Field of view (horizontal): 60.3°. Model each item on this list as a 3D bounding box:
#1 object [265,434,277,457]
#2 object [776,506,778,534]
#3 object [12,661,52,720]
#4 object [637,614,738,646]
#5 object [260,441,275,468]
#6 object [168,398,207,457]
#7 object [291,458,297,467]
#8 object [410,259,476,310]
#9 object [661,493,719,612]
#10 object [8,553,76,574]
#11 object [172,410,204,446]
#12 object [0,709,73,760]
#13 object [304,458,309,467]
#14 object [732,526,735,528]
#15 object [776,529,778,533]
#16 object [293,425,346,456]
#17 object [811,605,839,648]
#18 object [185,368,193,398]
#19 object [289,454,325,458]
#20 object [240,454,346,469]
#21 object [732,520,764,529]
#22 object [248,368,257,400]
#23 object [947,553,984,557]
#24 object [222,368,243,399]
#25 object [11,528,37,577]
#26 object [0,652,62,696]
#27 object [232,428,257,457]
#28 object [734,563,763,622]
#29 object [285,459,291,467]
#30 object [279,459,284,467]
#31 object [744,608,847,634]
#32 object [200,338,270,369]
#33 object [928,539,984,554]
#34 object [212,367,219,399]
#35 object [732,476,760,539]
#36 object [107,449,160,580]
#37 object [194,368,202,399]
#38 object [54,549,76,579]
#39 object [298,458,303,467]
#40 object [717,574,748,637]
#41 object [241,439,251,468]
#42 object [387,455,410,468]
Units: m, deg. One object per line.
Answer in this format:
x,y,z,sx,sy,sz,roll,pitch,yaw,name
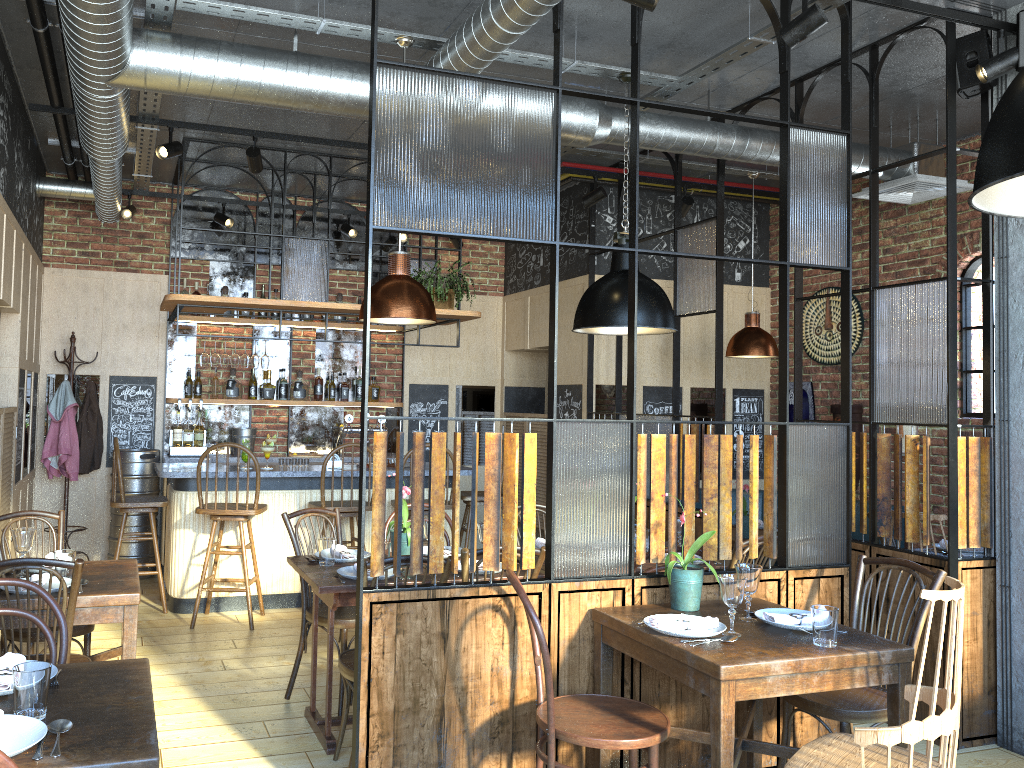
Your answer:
-2.113,0.535,7.728,0.107,0.197,0.104,1,-2,6,object
1.840,0.960,6.224,0.094,0.192,0.103,3,-3,-42,object
-1.120,0.718,2.052,0.088,0.120,0.080,-1,-3,37,object
0.589,0.808,2.962,0.262,0.051,0.333,2,-1,-19,object
-1.768,0.509,6.368,0.107,0.197,0.104,1,-2,6,object
-2.735,0.369,7.458,0.301,0.492,0.211,2,-3,-21,object
-1.634,0.589,6.608,0.040,0.059,0.043,2,-3,-32,object
-0.503,-0.740,6.705,0.475,0.370,0.635,3,-2,-44,object
0.667,0.630,3.315,0.213,0.427,0.136,0,-3,13,object
-2.022,0.773,3.803,0.316,0.051,0.276,2,-1,-18,object
-2.741,0.375,7.472,0.251,0.303,0.088,2,-3,-20,object
-1.116,0.749,1.876,0.316,0.051,0.276,2,-1,-18,object
-1.546,0.591,6.630,0.041,0.059,0.042,1,-2,-12,object
1.441,1.028,6.439,0.316,0.051,0.276,2,-1,-18,object
1.984,1.033,6.190,0.262,0.051,0.333,2,-1,-19,object
-1.708,0.501,7.853,0.476,0.288,0.091,2,-3,-19,object
1.006,0.779,2.833,0.081,0.120,0.088,2,-3,-32,object
-2.760,-0.007,7.530,0.066,0.264,0.066,1,-3,0,object
-1.815,0.632,7.787,0.311,0.019,0.241,1,-1,-12,object
-1.580,0.562,6.395,0.744,0.106,0.206,2,-2,-20,object
1.788,1.037,6.531,0.336,0.051,0.260,1,-1,22,object
-2.269,-0.021,7.716,0.077,0.318,0.084,3,-3,-41,object
2.368,0.878,4.452,0.262,0.051,0.333,2,-1,-19,object
-2.422,-0.008,7.642,0.166,0.283,0.124,1,-2,-7,object
-2.028,0.699,3.655,0.098,0.192,0.098,1,-2,-2,object
-1.340,0.753,2.280,0.316,0.051,0.276,2,-1,-18,object
-2.316,0.503,7.614,0.226,0.246,0.208,0,-2,29,object
0.845,0.747,3.154,0.103,0.192,0.094,-1,-3,43,object
-1.671,0.587,6.577,0.040,0.059,0.043,2,-3,-32,object
-1.717,0.586,6.560,0.040,0.059,0.043,2,-3,-32,object
0.991,0.820,3.120,0.262,0.051,0.333,2,-1,-19,object
-1.998,-0.221,6.362,0.482,0.208,0.068,2,-3,-20,object
2.424,0.887,4.789,0.316,0.051,0.276,2,-1,-18,object
-2.556,-0.014,7.596,0.057,0.288,0.054,0,-3,17,object
1.586,0.832,5.994,0.192,0.427,0.154,3,-3,-43,object
-3.102,1.059,7.241,0.407,1.036,0.390,0,-3,13,object
-2.690,-0.005,7.555,0.063,0.264,0.069,3,-3,-35,object
-1.814,0.737,3.571,0.086,0.120,0.083,1,-2,9,object
-1.588,0.590,6.615,0.040,0.059,0.043,2,-3,-32,object
0.736,0.740,2.944,0.102,0.192,0.094,0,-3,25,object
-1.911,0.498,6.336,0.065,0.211,0.072,3,-3,-39,object
-0.861,0.592,6.747,0.095,0.091,0.169,-1,-2,43,object
